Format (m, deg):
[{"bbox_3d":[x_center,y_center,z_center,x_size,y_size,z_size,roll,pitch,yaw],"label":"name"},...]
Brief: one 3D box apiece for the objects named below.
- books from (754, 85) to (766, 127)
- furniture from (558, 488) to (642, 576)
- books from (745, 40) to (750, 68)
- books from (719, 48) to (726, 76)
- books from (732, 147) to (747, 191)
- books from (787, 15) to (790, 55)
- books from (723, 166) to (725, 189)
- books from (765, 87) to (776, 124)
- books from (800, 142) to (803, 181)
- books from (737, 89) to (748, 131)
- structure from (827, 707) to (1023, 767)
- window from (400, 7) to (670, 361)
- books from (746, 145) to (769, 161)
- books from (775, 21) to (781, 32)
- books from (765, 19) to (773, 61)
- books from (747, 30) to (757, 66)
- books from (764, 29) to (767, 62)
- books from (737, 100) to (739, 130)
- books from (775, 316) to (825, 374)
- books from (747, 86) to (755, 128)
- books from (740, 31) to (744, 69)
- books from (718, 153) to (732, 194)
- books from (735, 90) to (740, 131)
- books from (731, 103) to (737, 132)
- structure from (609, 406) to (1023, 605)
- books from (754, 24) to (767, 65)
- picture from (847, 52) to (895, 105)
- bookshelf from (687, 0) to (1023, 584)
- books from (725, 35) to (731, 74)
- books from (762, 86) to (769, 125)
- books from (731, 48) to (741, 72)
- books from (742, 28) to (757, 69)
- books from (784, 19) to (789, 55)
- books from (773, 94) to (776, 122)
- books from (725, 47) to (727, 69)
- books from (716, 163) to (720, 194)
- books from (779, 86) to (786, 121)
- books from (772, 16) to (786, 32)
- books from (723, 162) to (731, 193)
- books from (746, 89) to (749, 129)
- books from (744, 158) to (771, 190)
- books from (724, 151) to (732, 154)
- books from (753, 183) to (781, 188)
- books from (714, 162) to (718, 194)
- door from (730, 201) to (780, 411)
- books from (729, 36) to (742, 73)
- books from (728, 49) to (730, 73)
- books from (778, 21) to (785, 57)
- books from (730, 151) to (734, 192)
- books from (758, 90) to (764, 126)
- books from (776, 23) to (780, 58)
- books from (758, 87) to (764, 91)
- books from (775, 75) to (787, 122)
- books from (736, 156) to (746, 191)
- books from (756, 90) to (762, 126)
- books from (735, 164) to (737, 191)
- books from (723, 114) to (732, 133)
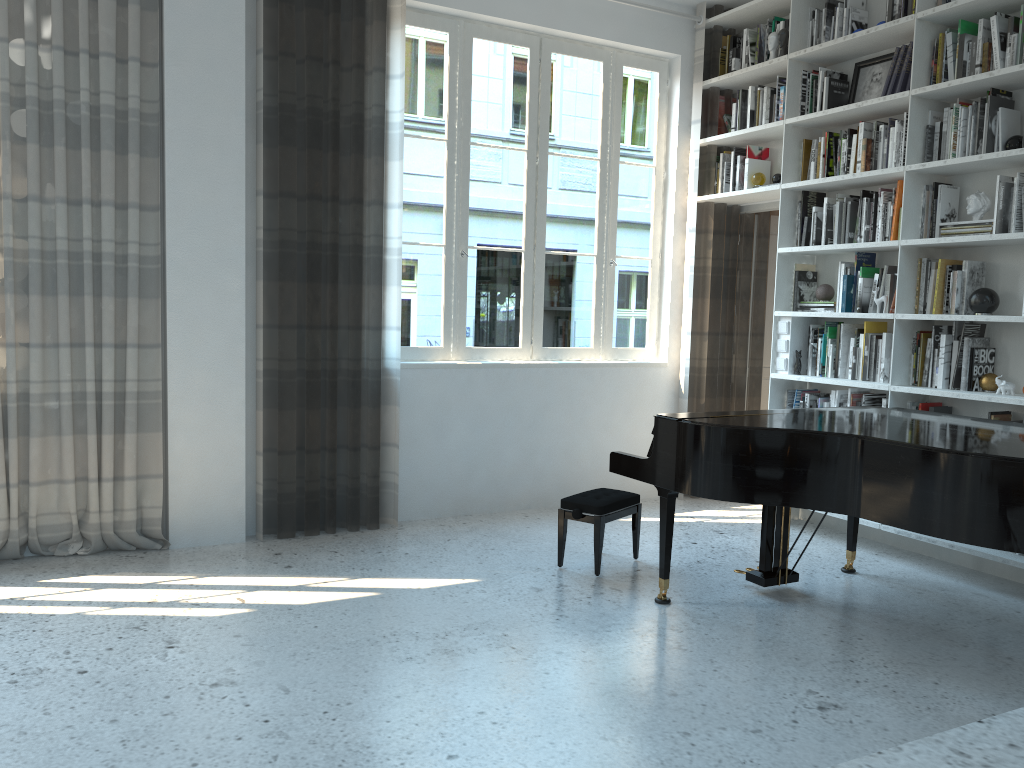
[{"bbox_3d":[1.584,-1.709,5.545,0.155,0.292,0.037,-1,6,-28],"label":"books"},{"bbox_3d":[0.433,0.708,4.365,0.239,0.354,0.467,6,6,36],"label":"furniture"},{"bbox_3d":[1.541,-2.039,5.574,0.175,0.206,0.030,-1,6,-28],"label":"books"},{"bbox_3d":[1.423,-2.067,5.795,0.188,0.219,0.014,-1,6,-28],"label":"books"},{"bbox_3d":[1.490,-1.358,5.693,0.187,0.297,0.013,-1,6,-28],"label":"books"},{"bbox_3d":[1.713,-2.055,5.308,0.154,0.292,0.013,-1,6,-28],"label":"books"},{"bbox_3d":[1.452,-1.319,5.810,0.160,0.197,0.029,-1,6,-28],"label":"books"},{"bbox_3d":[1.629,-1.679,5.440,0.165,0.251,0.030,-1,6,-28],"label":"books"},{"bbox_3d":[1.768,-1.291,5.240,0.161,0.254,0.012,-1,6,-28],"label":"books"},{"bbox_3d":[1.517,-1.714,5.637,0.186,0.283,0.023,-1,6,-28],"label":"books"},{"bbox_3d":[2.364,0.887,1.216,3.112,0.660,2.896,-1,5,-28],"label":"structure"},{"bbox_3d":[0.154,-1.129,5.465,1.982,2.011,0.073,-1,6,-28],"label":"window"},{"bbox_3d":[1.551,-1.351,5.615,0.179,0.299,0.013,-1,6,-28],"label":"books"},{"bbox_3d":[1.657,-2.056,5.401,0.158,0.275,0.013,-1,6,-28],"label":"books"},{"bbox_3d":[1.621,-2.076,5.455,0.145,0.304,0.014,-1,6,-28],"label":"books"},{"bbox_3d":[1.553,-2.064,5.539,0.190,0.263,0.057,-1,6,-28],"label":"books"},{"bbox_3d":[1.622,-2.055,5.483,0.130,0.258,0.030,-1,6,-28],"label":"books"},{"bbox_3d":[1.510,-1.689,5.662,0.171,0.228,0.022,-1,6,-28],"label":"books"},{"bbox_3d":[1.716,-0.230,5.278,0.307,0.340,0.106,-1,6,-28],"label":"books"},{"bbox_3d":[1.553,-1.708,5.561,0.179,0.286,0.021,-1,6,-28],"label":"books"},{"bbox_3d":[1.518,-2.083,5.639,0.160,0.281,0.010,-1,6,-28],"label":"books"},{"bbox_3d":[1.434,-1.363,5.825,0.170,0.282,0.023,-1,6,-28],"label":"books"},{"bbox_3d":[1.504,-1.727,5.701,0.162,0.297,0.011,-1,6,-28],"label":"books"},{"bbox_3d":[1.490,-1.689,5.723,0.166,0.218,0.034,-1,6,-28],"label":"books"},{"bbox_3d":[1.472,0.577,3.502,1.334,0.834,1.916,-1,6,-28],"label":"structure"},{"bbox_3d":[1.590,-2.070,5.503,0.181,0.283,0.039,-1,6,-28],"label":"books"},{"bbox_3d":[1.997,-1.655,4.897,0.077,0.300,0.300,-1,6,-28],"label":"picture"},{"bbox_3d":[2.778,-0.508,3.257,0.330,3.146,6.290,-1,6,-28],"label":"bookshelf"},{"bbox_3d":[1.455,-2.095,5.740,0.175,0.286,0.014,-1,6,-28],"label":"books"},{"bbox_3d":[1.617,-1.686,5.464,0.167,0.261,0.025,-1,6,-28],"label":"books"},{"bbox_3d":[1.486,-2.040,5.683,0.182,0.186,0.028,-1,6,-28],"label":"books"},{"bbox_3d":[1.537,-2.080,5.600,0.189,0.284,0.028,-1,6,-28],"label":"books"},{"bbox_3d":[1.692,-2.040,5.322,0.147,0.259,0.027,-1,6,-28],"label":"books"},{"bbox_3d":[1.659,-1.657,5.425,0.138,0.212,0.028,-1,6,-28],"label":"books"},{"bbox_3d":[1.454,-2.066,5.764,0.151,0.223,0.023,-1,6,-28],"label":"books"},{"bbox_3d":[1.419,-1.336,5.855,0.162,0.222,0.013,-1,6,-28],"label":"books"},{"bbox_3d":[1.687,-1.656,5.325,0.191,0.229,0.029,-1,6,-28],"label":"books"},{"bbox_3d":[1.640,-2.079,5.440,0.129,0.315,0.029,-1,6,-28],"label":"books"},{"bbox_3d":[1.454,-1.329,5.788,0.181,0.220,0.010,-1,6,-28],"label":"books"},{"bbox_3d":[1.549,-1.715,5.625,0.132,0.288,0.028,-1,6,-28],"label":"books"},{"bbox_3d":[1.548,-1.305,5.595,0.187,0.211,0.029,-1,6,-28],"label":"books"},{"bbox_3d":[1.446,-1.376,5.850,0.135,0.303,0.013,-1,6,-28],"label":"books"},{"bbox_3d":[1.642,-1.216,5.468,0.159,0.012,0.285,-1,5,-26],"label":"books"},{"bbox_3d":[1.412,-1.340,5.866,0.179,0.228,0.013,-1,6,-28],"label":"books"},{"bbox_3d":[2.011,-0.192,5.992,0.786,1.983,0.833,-1,6,-28],"label":"door"},{"bbox_3d":[1.473,-2.083,5.702,0.177,0.269,0.025,-1,6,-28],"label":"books"},{"bbox_3d":[1.465,-2.048,5.729,0.167,0.195,0.024,-1,6,-28],"label":"books"},{"bbox_3d":[1.683,-2.039,5.345,0.179,0.254,0.021,-1,6,-28],"label":"books"},{"bbox_3d":[1.484,-1.355,5.750,0.156,0.282,0.022,-1,6,-28],"label":"books"},{"bbox_3d":[1.602,-1.681,5.496,0.173,0.244,0.021,-1,6,-28],"label":"books"},{"bbox_3d":[1.664,-2.037,5.361,0.167,0.244,0.025,-1,6,-28],"label":"books"},{"bbox_3d":[1.589,-1.695,5.520,0.162,0.269,0.013,-1,6,-28],"label":"books"},{"bbox_3d":[1.669,-1.698,5.370,0.189,0.303,0.012,-1,6,-28],"label":"books"},{"bbox_3d":[1.510,-1.324,5.649,0.188,0.237,0.021,-1,6,-28],"label":"books"},{"bbox_3d":[1.594,-1.684,5.510,0.192,0.249,0.012,-1,6,-28],"label":"books"},{"bbox_3d":[1.509,-1.305,5.688,0.181,0.193,0.024,-1,6,-28],"label":"books"},{"bbox_3d":[1.462,-1.676,5.799,0.129,0.176,0.121,-1,6,-28],"label":"books"}]
